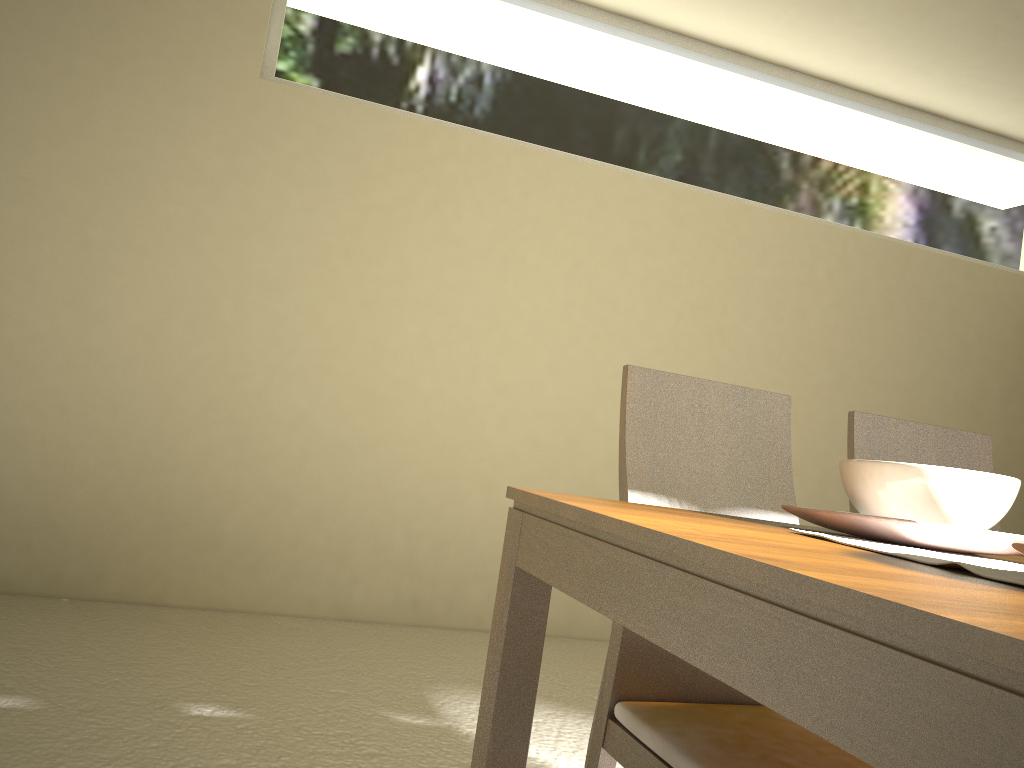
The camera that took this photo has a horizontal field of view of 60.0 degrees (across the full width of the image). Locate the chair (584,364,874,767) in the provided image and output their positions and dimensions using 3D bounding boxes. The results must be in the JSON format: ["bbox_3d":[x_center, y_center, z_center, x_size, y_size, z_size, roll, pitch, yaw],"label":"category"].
[{"bbox_3d":[0.377,0.494,1.358,0.404,1.017,0.507,10,-4,-21],"label":"chair"}]

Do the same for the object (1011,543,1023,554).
[{"bbox_3d":[0.640,0.185,0.754,0.283,0.033,0.283,10,-4,-24],"label":"object"}]

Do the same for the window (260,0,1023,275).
[{"bbox_3d":[1.962,-0.255,1.603,4.466,3.000,6.429,10,-4,-20],"label":"window"}]

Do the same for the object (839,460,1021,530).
[{"bbox_3d":[0.579,0.170,1.250,0.233,0.107,0.232,9,-4,-6],"label":"object"}]

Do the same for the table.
[{"bbox_3d":[0.754,0.640,0.987,1.411,0.790,1.000,10,-4,-18],"label":"table"}]

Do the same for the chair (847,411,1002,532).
[{"bbox_3d":[0.850,0.579,1.575,0.404,1.017,0.507,10,-4,-17],"label":"chair"}]

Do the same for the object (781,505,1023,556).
[{"bbox_3d":[0.574,0.210,1.244,0.283,0.041,0.283,10,-4,-18],"label":"object"}]

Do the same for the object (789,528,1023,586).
[{"bbox_3d":[0.574,0.203,0.910,0.287,0.010,0.589,9,-4,-14],"label":"object"}]
